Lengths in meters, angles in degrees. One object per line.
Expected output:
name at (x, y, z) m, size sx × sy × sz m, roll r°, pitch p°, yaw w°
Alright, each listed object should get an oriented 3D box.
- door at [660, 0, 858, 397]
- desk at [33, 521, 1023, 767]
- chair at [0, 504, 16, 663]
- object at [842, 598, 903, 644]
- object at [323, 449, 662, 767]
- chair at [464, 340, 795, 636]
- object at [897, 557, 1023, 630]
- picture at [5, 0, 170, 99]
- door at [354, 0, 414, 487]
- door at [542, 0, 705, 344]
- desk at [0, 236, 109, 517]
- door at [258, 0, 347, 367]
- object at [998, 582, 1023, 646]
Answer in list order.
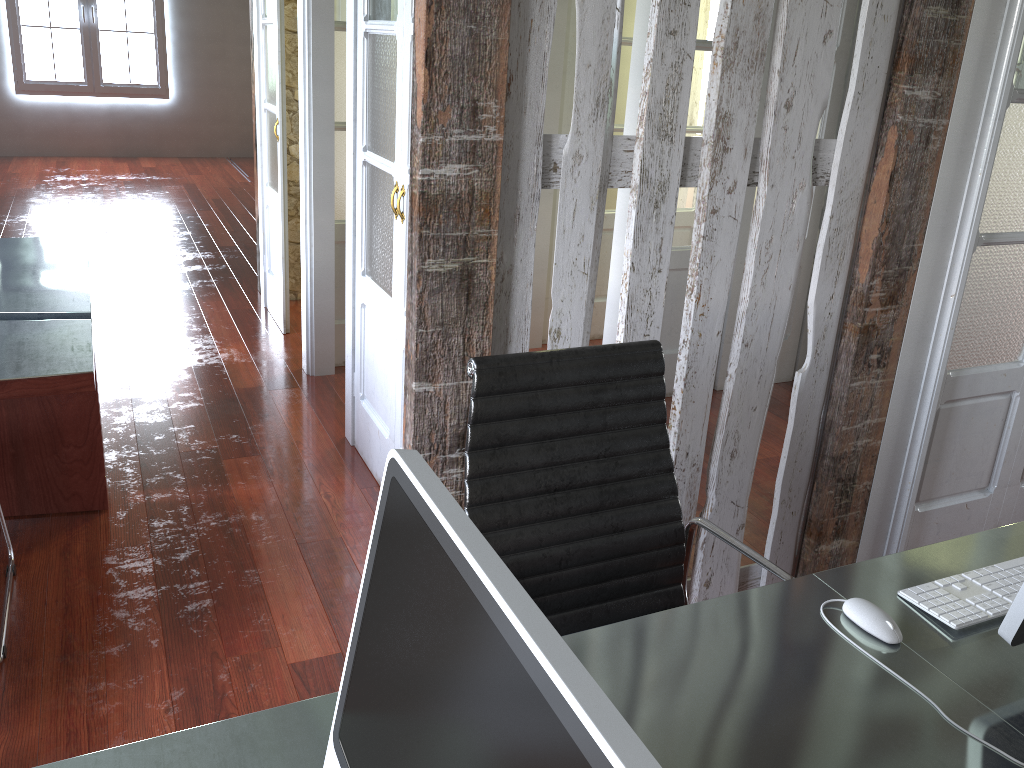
door at (1.055, -0.941, 4.070) m, size 1.079 × 2.051 × 0.041 m, roll -5°, pitch 21°, yaw -25°
desk at (0.774, 0.903, 1.107) m, size 2.512 × 0.715 × 1.321 m, roll -6°, pitch 23°, yaw -24°
chair at (-1.563, 0.234, 2.190) m, size 0.476 × 0.904 × 0.611 m, roll -5°, pitch 21°, yaw -24°
object at (0.576, 0.373, 1.410) m, size 0.059 × 0.028 × 0.108 m, roll -6°, pitch 23°, yaw -25°
object at (-0.028, 0.367, 0.704) m, size 0.190 × 0.477 × 0.491 m, roll -5°, pitch 22°, yaw -24°
chair at (0.180, 0.509, 1.632) m, size 0.667 × 1.006 × 0.709 m, roll -8°, pitch 23°, yaw -30°
object at (0.875, 0.348, 1.541) m, size 0.440 × 0.017 × 0.120 m, roll -6°, pitch 23°, yaw -24°
picture at (-4.648, -4.166, 9.691) m, size 1.583 × 1.955 × 0.129 m, roll -6°, pitch 21°, yaw -25°
door at (-0.334, -0.583, 2.777) m, size 0.041 × 2.143 × 1.074 m, roll -5°, pitch 21°, yaw -24°
door at (0.687, -1.246, 4.793) m, size 1.079 × 2.051 × 0.041 m, roll -5°, pitch 21°, yaw -25°
desk at (-2.171, 0.035, 2.944) m, size 1.448 × 0.643 × 1.739 m, roll -6°, pitch 23°, yaw -24°
door at (-1.068, -1.249, 4.374) m, size 1.197 × 2.145 × 0.486 m, roll 19°, pitch 24°, yaw 36°
object at (0.959, 0.212, 1.267) m, size 0.484 × 0.477 × 0.192 m, roll -6°, pitch 21°, yaw -25°
